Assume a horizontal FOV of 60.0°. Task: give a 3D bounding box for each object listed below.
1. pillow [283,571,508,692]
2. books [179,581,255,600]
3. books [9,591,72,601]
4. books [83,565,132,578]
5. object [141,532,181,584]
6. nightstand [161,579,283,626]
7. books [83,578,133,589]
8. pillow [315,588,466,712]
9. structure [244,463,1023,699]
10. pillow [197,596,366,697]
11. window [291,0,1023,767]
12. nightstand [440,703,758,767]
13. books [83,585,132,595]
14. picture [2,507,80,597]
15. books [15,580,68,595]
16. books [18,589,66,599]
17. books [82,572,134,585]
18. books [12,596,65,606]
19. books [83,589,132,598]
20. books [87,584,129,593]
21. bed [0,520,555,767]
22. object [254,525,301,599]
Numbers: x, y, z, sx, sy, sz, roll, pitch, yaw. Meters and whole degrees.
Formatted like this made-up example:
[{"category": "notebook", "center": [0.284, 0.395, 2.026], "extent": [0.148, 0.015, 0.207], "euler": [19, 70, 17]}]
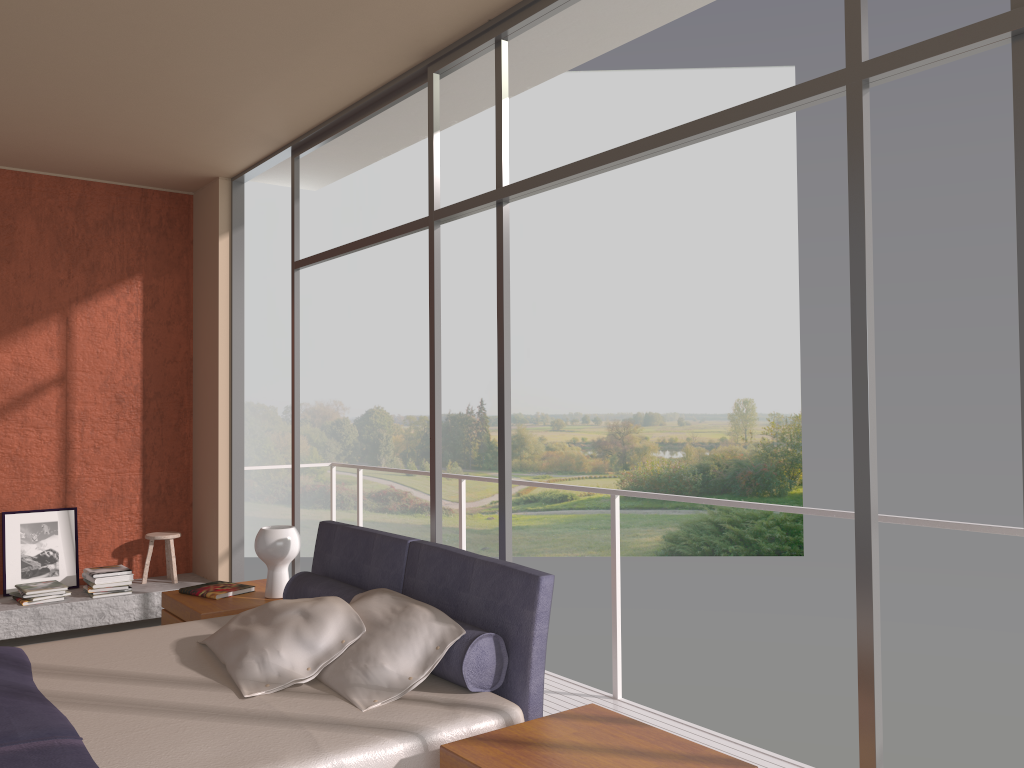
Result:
[{"category": "pillow", "center": [-0.512, 0.925, 3.449], "extent": [0.205, 0.201, 1.470], "euler": [1, -2, -37]}, {"category": "books", "center": [-1.493, 1.043, 4.494], "extent": [0.287, 0.025, 0.247], "euler": [-2, -2, 34]}, {"category": "books", "center": [-3.071, 1.367, 5.778], "extent": [0.328, 0.018, 0.247], "euler": [-2, -2, 38]}, {"category": "books", "center": [-2.735, 1.268, 5.998], "extent": [0.247, 0.025, 0.287], "euler": [1, -2, -37]}, {"category": "object", "center": [-2.487, 1.246, 6.354], "extent": [0.260, 0.349, 0.257], "euler": [-1, -2, 22]}, {"category": "nightstand", "center": [-1.373, 1.332, 4.434], "extent": [0.562, 0.556, 0.628], "euler": [1, -2, -37]}, {"category": "books", "center": [-2.731, 1.331, 5.992], "extent": [0.247, 0.027, 0.328], "euler": [1, -2, -35]}, {"category": "pillow", "center": [-0.508, 0.905, 3.110], "extent": [0.400, 0.265, 0.791], "euler": [1, -2, -34]}, {"category": "structure", "center": [0.656, 0.993, 3.533], "extent": [0.728, 1.005, 7.689], "euler": [1, -2, -37]}, {"category": "pillow", "center": [-0.871, 0.923, 3.285], "extent": [0.431, 0.264, 0.869], "euler": [0, -2, -29]}, {"category": "window", "center": [0.445, -0.001, 3.166], "extent": [0.075, 3.133, 6.106], "euler": [1, -2, -37]}, {"category": "nightstand", "center": [0.217, 1.256, 2.327], "extent": [0.562, 0.556, 0.628], "euler": [1, -2, -37]}, {"category": "books", "center": [-2.734, 1.380, 5.995], "extent": [0.247, 0.018, 0.287], "euler": [1, -2, -37]}, {"category": "picture", "center": [-3.204, 1.134, 6.035], "extent": [0.458, 0.550, 0.117], "euler": [1, -2, -37]}, {"category": "books", "center": [-3.064, 1.324, 5.773], "extent": [0.247, 0.018, 0.328], "euler": [1, -2, -40]}, {"category": "books", "center": [-3.060, 1.345, 5.769], "extent": [0.247, 0.025, 0.287], "euler": [1, -2, -35]}, {"category": "books", "center": [-2.731, 1.299, 5.993], "extent": [0.247, 0.038, 0.319], "euler": [1, -2, -40]}, {"category": "books", "center": [-3.076, 1.390, 5.763], "extent": [0.247, 0.025, 0.287], "euler": [1, -2, -40]}, {"category": "books", "center": [-2.730, 1.398, 5.990], "extent": [0.247, 0.018, 0.328], "euler": [1, -2, -35]}, {"category": "books", "center": [-2.722, 1.358, 5.974], "extent": [0.247, 0.025, 0.287], "euler": [0, -2, -26]}, {"category": "bed", "center": [-1.343, 1.091, 2.833], "extent": [2.462, 0.959, 2.017], "euler": [1, -2, -37]}, {"category": "object", "center": [-1.157, 0.878, 4.385], "extent": [0.224, 0.338, 0.224], "euler": [0, -2, -25]}]
